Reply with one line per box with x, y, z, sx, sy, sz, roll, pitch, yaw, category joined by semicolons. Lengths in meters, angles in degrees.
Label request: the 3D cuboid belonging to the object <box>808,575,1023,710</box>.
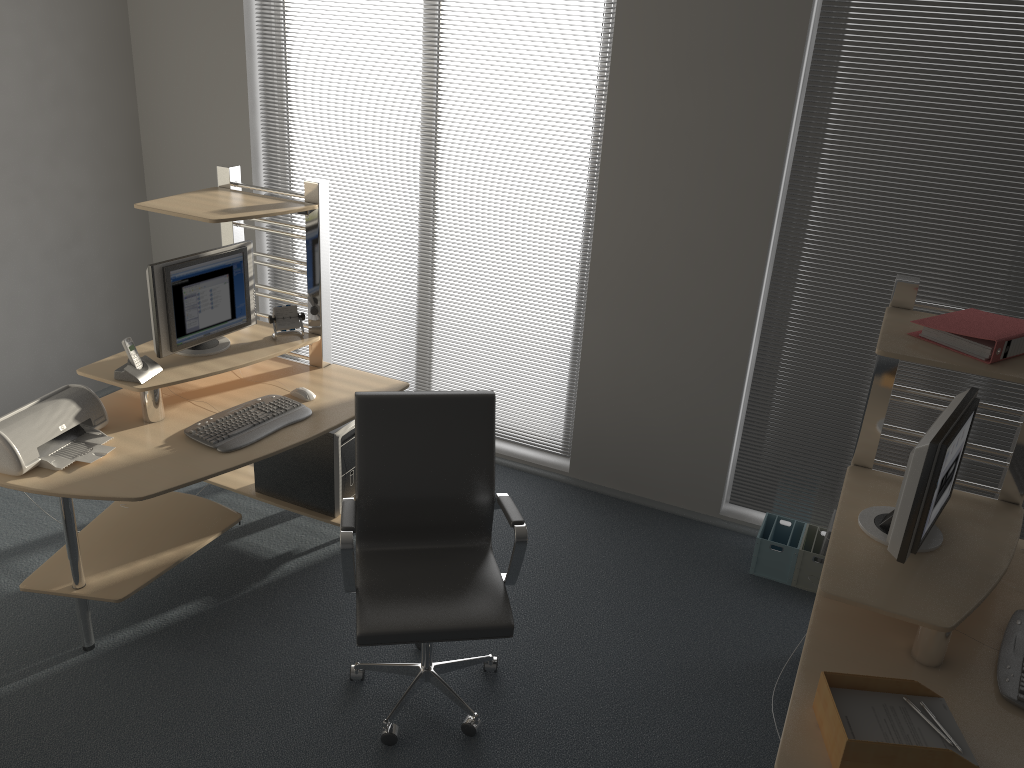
1.250;0.720;2.546;0.814;0.082;0.478;17;27;28;object

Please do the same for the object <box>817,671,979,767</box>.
0.906;0.789;2.084;0.309;0.060;0.225;5;23;2;object

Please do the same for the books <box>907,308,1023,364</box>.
1.380;-0.160;2.603;0.320;0.072;0.262;-11;28;-31;books

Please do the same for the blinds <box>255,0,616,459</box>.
-0.484;-1.082;4.526;1.950;2.749;0.037;14;25;21;blinds

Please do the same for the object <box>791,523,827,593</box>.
1.382;0.795;3.978;0.185;0.202;0.245;14;25;21;object

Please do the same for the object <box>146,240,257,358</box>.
-1.295;-0.355;3.663;0.245;0.418;0.516;21;29;35;object

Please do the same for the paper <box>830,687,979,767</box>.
0.906;0.805;2.091;0.297;0.010;0.210;5;23;2;paper

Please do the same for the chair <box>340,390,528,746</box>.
-0.281;0.630;3.006;0.584;1.048;0.652;0;24;-10;chair

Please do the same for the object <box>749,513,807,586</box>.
1.214;0.754;4.046;0.185;0.202;0.245;14;25;21;object

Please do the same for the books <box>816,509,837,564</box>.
1.400;0.733;3.945;0.068;0.306;0.220;14;25;22;books

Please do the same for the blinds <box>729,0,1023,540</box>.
2.052;-0.465;3.507;1.950;2.770;0.022;14;25;21;blinds

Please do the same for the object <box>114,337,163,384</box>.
-1.438;-0.103;3.396;0.119;0.151;0.150;8;24;8;object

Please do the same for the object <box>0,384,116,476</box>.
-1.600;0.164;3.141;0.351;0.162;0.438;10;24;14;object

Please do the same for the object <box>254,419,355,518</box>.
-0.927;0.327;4.039;0.471;0.422;0.199;14;25;21;object

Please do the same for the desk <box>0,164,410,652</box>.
-1.191;0.091;3.452;0.967;1.566;1.469;14;25;21;desk

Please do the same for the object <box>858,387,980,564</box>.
1.215;0.256;2.656;0.516;0.418;0.245;-17;31;-40;object

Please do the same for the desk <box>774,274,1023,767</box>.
1.338;0.707;2.435;0.967;1.566;1.469;14;25;21;desk

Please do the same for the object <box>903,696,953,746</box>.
0.984;0.797;2.098;0.008;0.009;0.159;-5;25;-20;object

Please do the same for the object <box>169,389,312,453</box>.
-1.248;0.094;3.589;0.814;0.082;0.478;17;27;28;object

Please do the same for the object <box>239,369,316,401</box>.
-1.131;-0.029;3.886;0.742;0.088;0.168;15;26;23;object

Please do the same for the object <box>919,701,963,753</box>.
1.008;0.806;2.083;0.008;0.009;0.159;-1;24;-12;object

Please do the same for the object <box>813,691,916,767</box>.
0.902;0.841;2.106;0.309;0.060;0.225;5;23;2;object

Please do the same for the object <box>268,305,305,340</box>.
-0.985;-0.273;3.878;0.154;0.135;0.093;-9;27;-27;object
